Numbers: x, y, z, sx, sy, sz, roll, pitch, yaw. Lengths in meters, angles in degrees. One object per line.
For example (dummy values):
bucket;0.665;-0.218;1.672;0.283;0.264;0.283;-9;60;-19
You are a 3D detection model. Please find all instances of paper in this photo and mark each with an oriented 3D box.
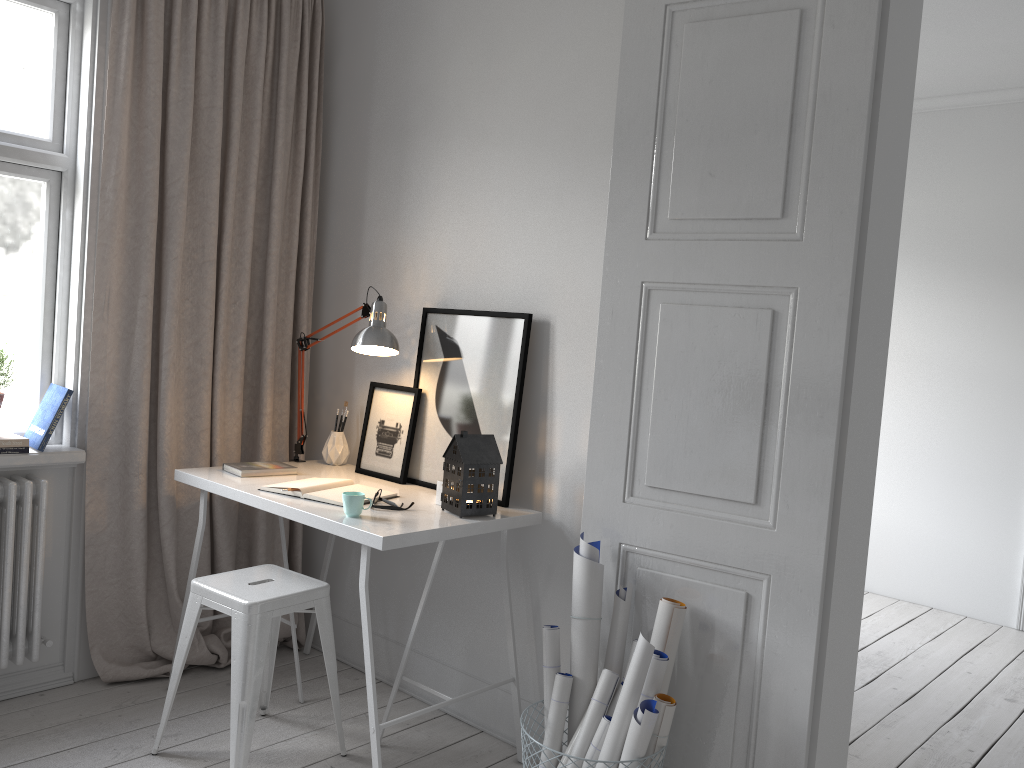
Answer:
paper;0.232;0.817;2.263;0.181;0.793;0.431;4;3;-6
paper;0.110;0.927;2.356;0.046;0.546;0.166;3;3;-25
paper;0.297;0.941;2.232;0.153;0.553;0.060;4;3;-3
paper;0.105;0.939;2.309;0.047;0.361;0.129;6;4;30
paper;0.201;1.019;2.221;0.233;0.389;0.078;3;3;-18
paper;0.188;0.982;2.274;0.253;0.431;0.054;4;3;-13
paper;0.344;0.887;2.290;0.181;0.669;0.073;3;3;-26
paper;0.161;0.950;2.279;0.239;0.358;0.047;2;4;-34
paper;0.173;0.935;2.232;0.049;0.403;0.244;7;4;44
paper;0.268;0.946;2.311;0.200;0.542;0.047;1;4;-45
paper;0.325;0.993;2.190;0.123;0.464;0.057;5;3;14

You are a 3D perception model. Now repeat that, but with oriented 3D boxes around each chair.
chair;-0.766;0.850;2.655;0.407;0.527;0.409;7;4;37

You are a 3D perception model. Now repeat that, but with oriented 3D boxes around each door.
door;0.508;0.044;2.323;0.678;2.326;0.034;6;4;33

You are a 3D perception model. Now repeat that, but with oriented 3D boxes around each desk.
desk;-0.550;0.731;2.898;1.163;0.776;0.641;7;4;41

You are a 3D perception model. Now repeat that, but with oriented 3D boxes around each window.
window;-1.874;-0.553;2.660;0.079;1.536;1.047;7;4;41

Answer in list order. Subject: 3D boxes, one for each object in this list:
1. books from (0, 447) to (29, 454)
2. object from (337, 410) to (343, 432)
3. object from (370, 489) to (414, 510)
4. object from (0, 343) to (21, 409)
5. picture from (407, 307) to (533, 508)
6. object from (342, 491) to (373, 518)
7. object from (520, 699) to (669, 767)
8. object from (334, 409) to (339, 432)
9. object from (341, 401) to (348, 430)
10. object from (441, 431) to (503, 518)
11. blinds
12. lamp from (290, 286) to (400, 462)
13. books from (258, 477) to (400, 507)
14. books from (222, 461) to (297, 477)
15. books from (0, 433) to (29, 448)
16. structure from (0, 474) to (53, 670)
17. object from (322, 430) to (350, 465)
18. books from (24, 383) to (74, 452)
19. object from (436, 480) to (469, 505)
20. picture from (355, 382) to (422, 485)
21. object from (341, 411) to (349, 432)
books;-1.687;0.202;2.810;0.245;0.022;0.156;1;5;-44
object;-0.663;0.200;3.377;0.008;0.207;0.054;6;3;29
object;-0.376;0.347;2.638;0.133;0.047;0.114;6;4;29
object;-1.669;0.009;2.790;0.220;0.318;0.210;4;3;-11
picture;-0.161;0.060;2.952;0.493;0.614;0.062;7;4;41
object;-0.441;0.341;2.488;0.082;0.065;0.064;7;4;40
object;0.194;1.039;2.254;0.375;0.350;0.374;7;4;43
object;-0.674;0.199;3.370;0.008;0.207;0.054;5;3;7
object;-0.647;0.184;3.371;0.023;0.239;0.028;7;4;39
object;-0.121;0.264;2.649;0.135;0.248;0.135;2;4;-33
blinds;-1.057;-0.284;3.207;0.225;2.679;0.831;7;4;41
lamp;-0.640;0.018;3.161;0.568;0.745;0.164;7;4;37
books;-0.581;0.331;2.778;0.358;0.029;0.291;6;4;27
books;-0.871;0.294;3.070;0.207;0.024;0.149;2;4;-42
books;-1.685;0.179;2.801;0.157;0.025;0.246;8;5;44
structure;-1.867;0.593;2.627;0.216;0.600;0.935;7;4;41
object;-0.666;0.242;3.364;0.101;0.126;0.101;7;4;41
books;-1.546;0.108;2.949;0.101;0.211;0.175;1;4;-45
object;-0.186;0.340;2.763;0.065;0.073;0.078;7;4;37
picture;-0.440;0.169;3.145;0.261;0.333;0.062;7;4;41
object;-0.648;0.201;3.358;0.054;0.207;0.008;6;3;25
